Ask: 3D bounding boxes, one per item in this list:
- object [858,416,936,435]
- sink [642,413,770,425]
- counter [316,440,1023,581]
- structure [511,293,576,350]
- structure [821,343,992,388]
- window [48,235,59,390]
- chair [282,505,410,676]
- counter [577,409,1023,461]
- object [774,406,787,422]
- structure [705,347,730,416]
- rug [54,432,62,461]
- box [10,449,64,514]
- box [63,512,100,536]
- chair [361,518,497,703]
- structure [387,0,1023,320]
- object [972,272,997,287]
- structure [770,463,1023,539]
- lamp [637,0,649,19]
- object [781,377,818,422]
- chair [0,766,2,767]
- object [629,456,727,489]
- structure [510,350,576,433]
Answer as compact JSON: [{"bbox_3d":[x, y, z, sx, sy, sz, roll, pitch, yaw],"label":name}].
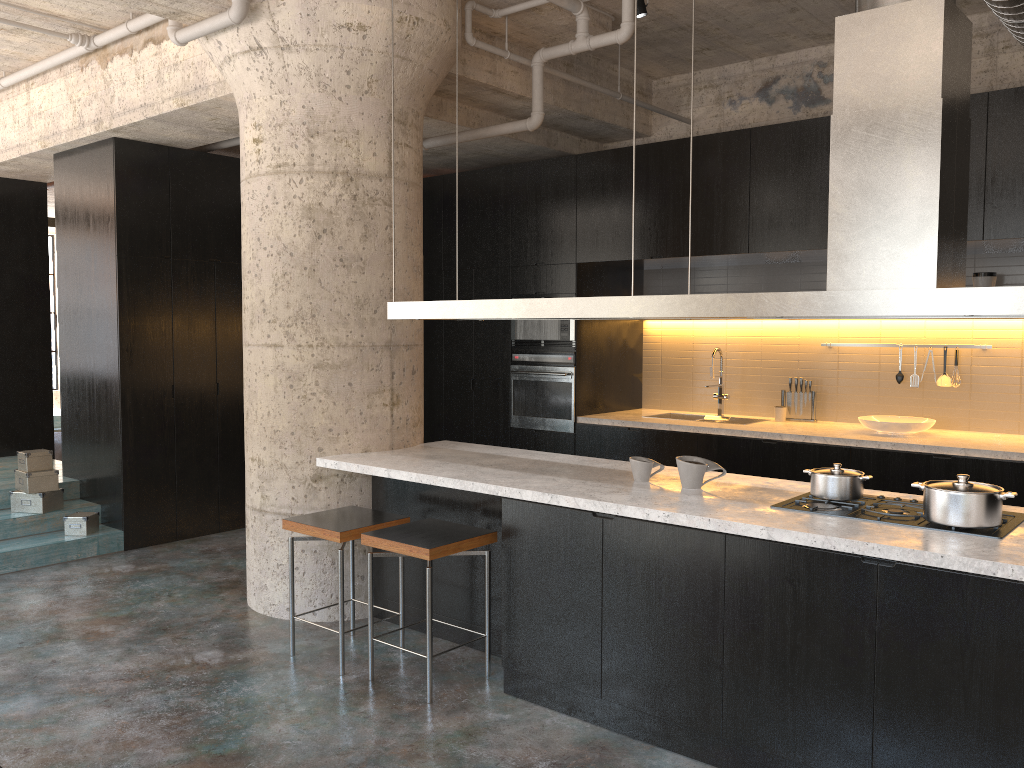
[{"bbox_3d":[2.632,0.286,6.074,0.490,0.093,0.490,3,4,37],"label":"object"},{"bbox_3d":[1.522,0.335,6.987,0.890,0.134,0.458,3,5,40],"label":"sink"},{"bbox_3d":[0.600,0.474,4.070,3.500,0.046,1.000,3,5,40],"label":"counter"},{"bbox_3d":[0.442,-0.523,7.490,0.659,0.450,0.612,3,5,40],"label":"structure"},{"bbox_3d":[2.807,-0.133,6.400,1.171,0.315,0.074,3,5,40],"label":"structure"},{"bbox_3d":[-8.030,-1.121,13.836,0.081,2.530,1.780,3,5,40],"label":"window"},{"bbox_3d":[-0.834,1.022,4.487,0.450,0.698,0.450,3,5,40],"label":"chair"},{"bbox_3d":[2.511,0.402,6.093,4.360,0.142,1.000,3,5,40],"label":"counter"},{"bbox_3d":[2.058,0.227,6.800,0.092,0.117,0.092,-1,4,-11],"label":"object"},{"bbox_3d":[1.627,-0.013,7.079,0.125,0.559,0.269,3,5,40],"label":"structure"},{"bbox_3d":[-5.116,0.799,10.443,1.759,0.377,0.541,3,5,40],"label":"rug"},{"bbox_3d":[-3.505,0.713,6.539,0.331,0.441,0.280,2,4,29],"label":"box"},{"bbox_3d":[-3.139,1.020,6.473,0.172,0.140,0.187,0,4,3],"label":"box"},{"bbox_3d":[-0.387,1.043,4.176,0.450,0.698,0.450,3,5,40],"label":"chair"},{"bbox_3d":[0.708,-1.331,3.854,3.117,2.100,0.538,3,5,40],"label":"structure"},{"bbox_3d":[3.004,-0.649,5.966,0.462,0.240,0.334,3,4,37],"label":"object"},{"bbox_3d":[1.498,0.401,3.422,0.833,0.187,0.506,3,5,40],"label":"structure"},{"bbox_3d":[0.807,-2.349,5.393,0.145,0.236,0.107,2,4,23],"label":"lamp"},{"bbox_3d":[2.200,0.117,6.807,0.291,0.336,0.060,3,4,34],"label":"object"},{"bbox_3d":[-1.026,1.186,1.536,0.707,0.738,0.754,3,5,40],"label":"chair"},{"bbox_3d":[0.738,0.389,4.016,0.437,0.133,0.188,3,5,41],"label":"object"},{"bbox_3d":[0.411,0.044,7.489,0.664,0.651,0.649,3,5,40],"label":"structure"}]
